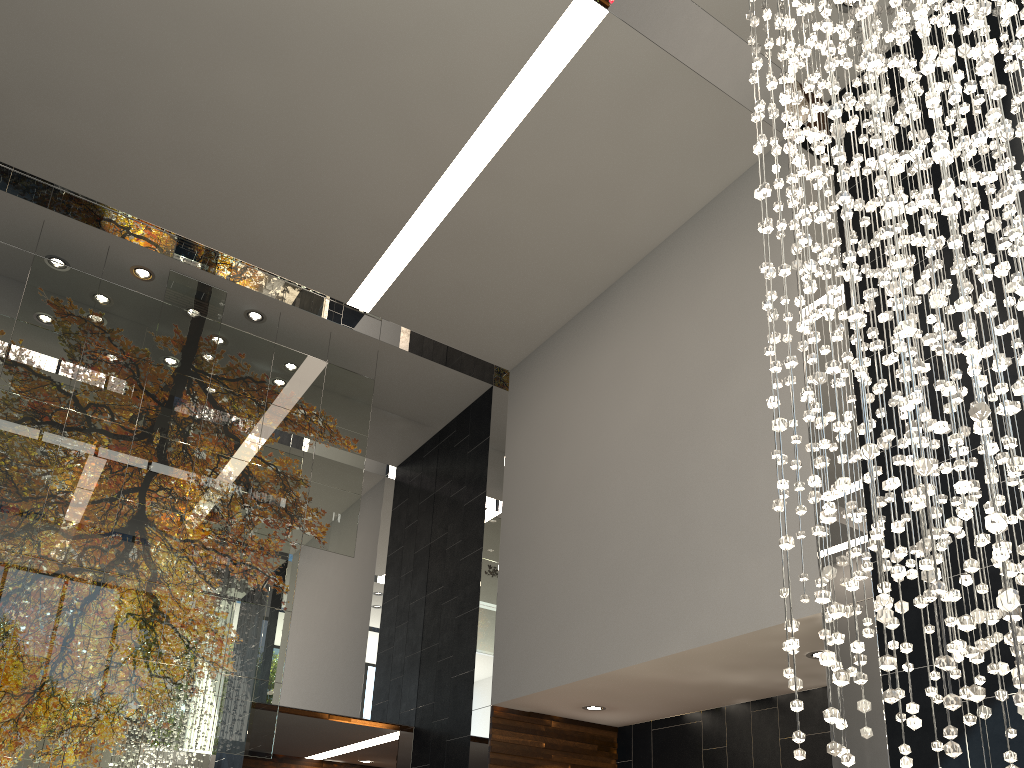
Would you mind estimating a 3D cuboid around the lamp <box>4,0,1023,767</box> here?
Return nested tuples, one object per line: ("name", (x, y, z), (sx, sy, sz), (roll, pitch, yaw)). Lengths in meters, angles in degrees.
("lamp", (-1.666, -36.231, 21.485), (399.939, 104.661, 436.276), (6, -30, -5))
